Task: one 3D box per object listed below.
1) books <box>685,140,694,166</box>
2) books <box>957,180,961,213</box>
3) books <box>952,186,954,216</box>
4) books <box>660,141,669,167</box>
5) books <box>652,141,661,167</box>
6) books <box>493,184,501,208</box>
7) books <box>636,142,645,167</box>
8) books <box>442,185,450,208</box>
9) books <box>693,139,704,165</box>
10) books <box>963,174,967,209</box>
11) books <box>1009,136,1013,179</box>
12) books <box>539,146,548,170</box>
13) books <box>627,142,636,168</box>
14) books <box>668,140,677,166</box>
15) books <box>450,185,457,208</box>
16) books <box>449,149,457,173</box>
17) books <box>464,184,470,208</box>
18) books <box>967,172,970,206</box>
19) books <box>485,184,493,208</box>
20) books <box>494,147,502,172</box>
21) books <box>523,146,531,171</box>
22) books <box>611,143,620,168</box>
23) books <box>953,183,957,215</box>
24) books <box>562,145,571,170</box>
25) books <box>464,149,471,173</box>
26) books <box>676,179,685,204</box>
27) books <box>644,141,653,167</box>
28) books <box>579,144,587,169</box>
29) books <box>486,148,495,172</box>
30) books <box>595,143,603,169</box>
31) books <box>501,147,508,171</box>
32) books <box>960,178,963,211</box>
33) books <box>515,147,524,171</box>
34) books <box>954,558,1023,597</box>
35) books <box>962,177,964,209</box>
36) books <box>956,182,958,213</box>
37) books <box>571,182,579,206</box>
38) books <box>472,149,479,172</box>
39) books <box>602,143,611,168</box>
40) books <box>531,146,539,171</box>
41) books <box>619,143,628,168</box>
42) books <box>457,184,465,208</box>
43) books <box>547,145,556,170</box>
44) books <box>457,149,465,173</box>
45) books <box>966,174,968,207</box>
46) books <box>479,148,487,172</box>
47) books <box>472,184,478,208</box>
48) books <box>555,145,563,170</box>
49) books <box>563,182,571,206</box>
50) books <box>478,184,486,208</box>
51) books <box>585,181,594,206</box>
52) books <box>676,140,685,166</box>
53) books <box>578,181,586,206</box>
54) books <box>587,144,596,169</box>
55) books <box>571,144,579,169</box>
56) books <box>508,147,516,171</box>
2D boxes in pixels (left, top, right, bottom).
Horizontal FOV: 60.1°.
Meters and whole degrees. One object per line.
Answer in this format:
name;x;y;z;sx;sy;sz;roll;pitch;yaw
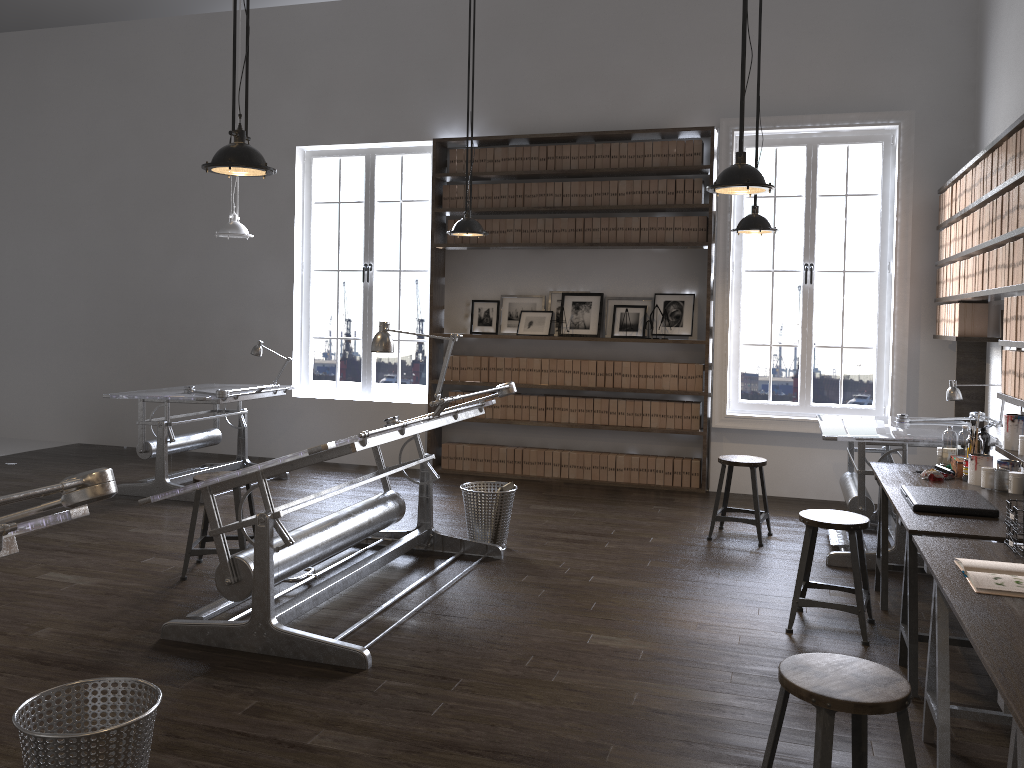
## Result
books;1.494;-1.916;7.426;0.067;0.225;0.174;2;2;17
books;3.066;-1.246;5.892;0.174;0.225;0.067;2;2;17
books;3.137;-1.260;6.100;0.174;0.225;0.067;2;2;17
books;1.298;-1.925;7.486;0.067;0.225;0.175;2;2;17
books;1.237;-1.927;7.503;0.067;0.225;0.175;2;2;17
books;-0.113;-1.669;7.933;0.067;0.225;0.174;2;2;17
books;1.102;-1.934;7.548;0.067;0.225;0.175;2;2;17
books;-0.571;-1.689;8.077;0.067;0.225;0.174;2;2;17
books;1.560;-1.913;7.401;0.067;0.225;0.174;2;2;17
books;3.002;-1.232;5.692;0.174;0.225;0.067;2;2;17
books;2.634;-1.150;4.504;0.174;0.225;0.067;2;2;17
books;0.292;-1.969;7.802;0.067;0.225;0.175;2;2;17
books;1.036;-1.937;7.570;0.067;0.225;0.174;2;2;17
books;1.360;-1.922;7.462;0.067;0.225;0.175;2;2;17
books;-0.505;-1.686;8.054;0.067;0.225;0.175;2;2;17
books;-0.509;-2.004;8.045;0.067;0.225;0.175;2;2;17
books;-0.369;-1.680;8.010;0.067;0.225;0.175;2;2;17
books;2.967;-1.223;5.568;0.174;0.225;0.067;2;2;17
books;-0.180;-1.672;7.954;0.067;0.225;0.175;2;2;17
books;-0.100;-1.986;7.921;0.067;0.225;0.175;2;2;17
books;0.156;-1.975;7.844;0.067;0.225;0.174;2;2;17
books;0.898;-1.942;7.606;0.067;0.225;0.175;2;2;17
books;3.109;-1.255;6.031;0.174;0.225;0.067;2;2;17
books;0.495;-1.960;7.732;0.067;0.225;0.175;2;2;17
books;-0.370;-1.998;8.005;0.067;0.225;0.174;2;2;17
books;1.421;-1.601;7.449;0.067;0.225;0.175;2;2;17
books;1.168;-1.930;7.523;0.067;0.225;0.175;2;2;17
books;0.633;-1.954;7.696;0.067;0.225;0.174;2;2;17
books;-0.170;-1.989;7.941;0.067;0.225;0.175;2;2;17
books;0.770;-1.948;7.650;0.067;0.225;0.175;2;2;17
books;-0.040;-1.984;7.904;0.067;0.225;0.175;2;2;17
books;3.049;-1.241;5.823;0.174;0.225;0.067;2;2;17
books;0.089;-1.978;7.865;0.067;0.225;0.175;2;2;17
books;1.481;0.569;2.624;0.256;0.029;0.355;3;4;17
books;3.028;-1.236;5.755;0.174;0.225;0.067;2;2;17
books;3.092;-1.250;5.958;0.174;0.225;0.067;2;2;17
books;0.565;-1.639;7.718;0.067;0.225;0.175;2;2;17
books;-0.302;-1.995;7.988;0.067;0.225;0.174;2;2;17
books;0.829;-1.945;7.627;0.067;0.225;0.175;2;2;17
books;0.223;-1.972;7.819;0.067;0.225;0.174;2;2;17
books;0.968;-1.939;7.587;0.067;0.225;0.174;2;2;17
books;-0.439;-1.683;8.030;0.067;0.225;0.175;2;2;17
books;0.362;-1.966;7.774;0.067;0.225;0.175;2;2;17
books;-0.440;-2.001;8.023;0.067;0.225;0.175;2;2;17
books;2.987;-1.228;5.627;0.174;0.225;0.067;2;2;17
books;-0.236;-1.992;7.965;0.067;0.225;0.175;2;2;17
books;-0.309;-1.677;7.993;0.067;0.225;0.175;2;2;17
books;0.434;-1.963;7.758;0.067;0.225;0.175;2;2;17
books;0.496;-1.642;7.738;0.067;0.225;0.175;2;2;17
books;-0.247;-1.674;7.968;0.067;0.225;0.175;2;2;17
books;0.688;-1.633;7.677;0.067;0.225;0.175;2;2;17
books;1.426;-1.919;7.447;0.067;0.225;0.175;2;2;17
books;0.626;-1.636;7.701;0.067;0.225;0.175;2;2;17
books;0.699;-1.951;7.674;0.067;0.225;0.175;2;2;17
books;0.565;-1.957;7.713;0.067;0.225;0.174;2;2;17
books;0.023;-1.981;7.879;0.067;0.225;0.175;2;2;17
